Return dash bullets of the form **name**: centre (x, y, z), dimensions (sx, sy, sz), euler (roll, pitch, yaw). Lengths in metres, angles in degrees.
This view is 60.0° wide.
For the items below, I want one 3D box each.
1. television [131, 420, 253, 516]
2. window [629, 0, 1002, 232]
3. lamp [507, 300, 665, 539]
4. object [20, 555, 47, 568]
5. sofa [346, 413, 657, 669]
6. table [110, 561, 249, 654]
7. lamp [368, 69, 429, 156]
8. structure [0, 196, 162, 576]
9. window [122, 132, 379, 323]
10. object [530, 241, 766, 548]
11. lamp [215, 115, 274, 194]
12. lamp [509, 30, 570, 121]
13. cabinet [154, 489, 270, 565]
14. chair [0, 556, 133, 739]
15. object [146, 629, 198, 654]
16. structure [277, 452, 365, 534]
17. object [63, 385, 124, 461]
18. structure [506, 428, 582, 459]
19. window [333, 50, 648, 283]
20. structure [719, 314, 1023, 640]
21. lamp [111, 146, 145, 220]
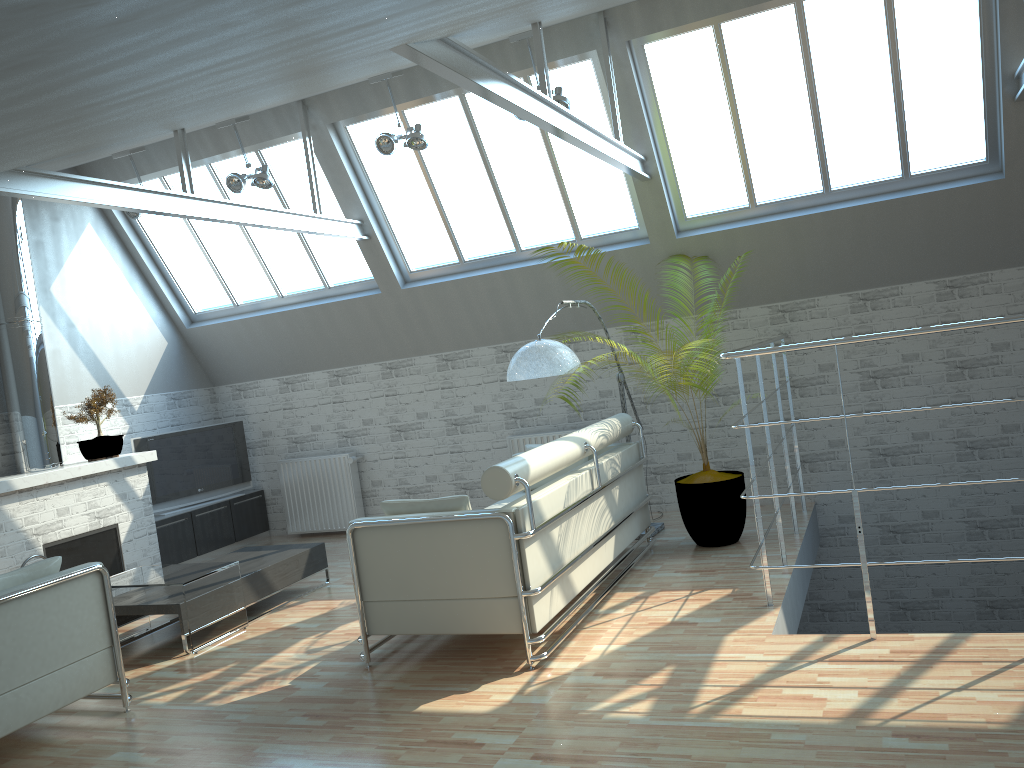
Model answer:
- **television**: centre (-6.273, 1.632, 17.412), dimensions (0.592, 1.514, 2.577), euler (-7, 2, 33)
- **window**: centre (4.317, -4.051, 12.691), dimensions (4.651, 2.787, 1.897), euler (-7, 2, 23)
- **lamp**: centre (1.416, 0.576, 13.342), dimensions (1.015, 3.709, 4.621), euler (-7, 2, 29)
- **object**: centre (-6.987, 3.084, 13.104), dimensions (0.412, 1.124, 0.584), euler (-7, 2, 23)
- **sofa**: centre (0.129, 1.695, 11.186), dimensions (2.199, 1.999, 4.866), euler (-7, 2, 23)
- **table**: centre (-4.499, 2.890, 11.503), dimensions (1.726, 0.867, 1.015), euler (-7, 2, 23)
- **lamp**: centre (-1.736, -4.010, 13.048), dimensions (0.808, 1.172, 0.618), euler (-7, 2, 27)
- **structure**: centre (-7.680, 0.092, 14.327), dimensions (1.309, 7.180, 3.302), euler (-7, 2, 23)
- **window**: centre (-4.964, -2.855, 16.648), dimensions (4.651, 2.787, 1.897), euler (-7, 2, 23)
- **object**: centre (1.851, 0.208, 12.421), dimensions (3.777, 4.386, 5.015), euler (-8, 2, -2)
- **lamp**: centre (-4.318, -3.677, 14.149), dimensions (0.808, 1.172, 0.619), euler (-7, 2, 27)
- **lamp**: centre (0.300, -4.272, 12.180), dimensions (0.808, 1.172, 0.619), euler (-7, 2, 27)
- **cabinet**: centre (-6.189, 2.900, 17.392), dimensions (0.908, 1.016, 3.234), euler (-7, 2, 23)
- **chair**: centre (-5.550, 2.573, 8.631), dimensions (2.507, 2.001, 2.201), euler (-7, 2, 23)
- **object**: centre (-6.167, 2.285, 11.800), dimensions (4.859, 2.558, 1.528), euler (-7, 2, 22)
- **structure**: centre (-3.777, 2.205, 17.888), dimensions (1.892, 1.524, 0.508), euler (-7, 2, 23)
- **object**: centre (-7.116, 0.665, 15.059), dimensions (0.572, 1.265, 1.115), euler (-7, 2, 27)
- **structure**: centre (0.915, 1.601, 15.888), dimensions (1.892, 1.524, 0.508), euler (-7, 2, 23)
- **window**: centre (-0.324, -3.453, 14.669), dimensions (4.651, 2.787, 1.897), euler (-7, 2, 23)
- **structure**: centre (5.832, 0.514, 10.450), dimensions (5.366, 2.781, 6.483), euler (-7, 2, 23)
- **lamp**: centre (-6.337, -3.417, 15.010), dimensions (0.808, 1.172, 0.619), euler (-7, 2, 27)
